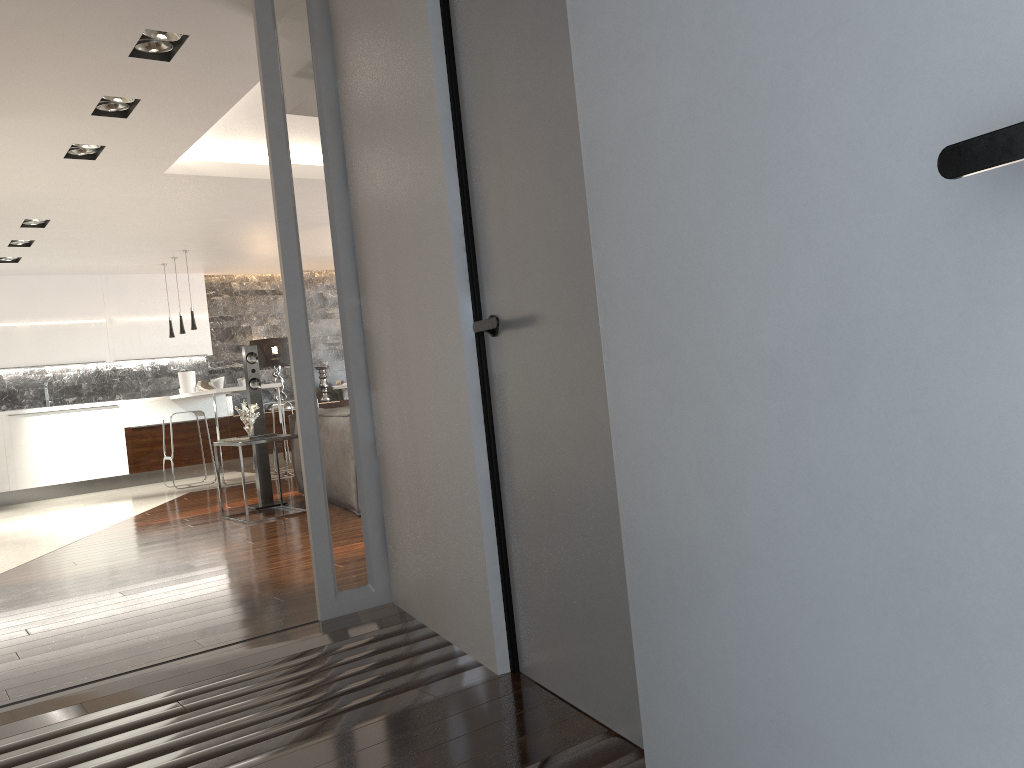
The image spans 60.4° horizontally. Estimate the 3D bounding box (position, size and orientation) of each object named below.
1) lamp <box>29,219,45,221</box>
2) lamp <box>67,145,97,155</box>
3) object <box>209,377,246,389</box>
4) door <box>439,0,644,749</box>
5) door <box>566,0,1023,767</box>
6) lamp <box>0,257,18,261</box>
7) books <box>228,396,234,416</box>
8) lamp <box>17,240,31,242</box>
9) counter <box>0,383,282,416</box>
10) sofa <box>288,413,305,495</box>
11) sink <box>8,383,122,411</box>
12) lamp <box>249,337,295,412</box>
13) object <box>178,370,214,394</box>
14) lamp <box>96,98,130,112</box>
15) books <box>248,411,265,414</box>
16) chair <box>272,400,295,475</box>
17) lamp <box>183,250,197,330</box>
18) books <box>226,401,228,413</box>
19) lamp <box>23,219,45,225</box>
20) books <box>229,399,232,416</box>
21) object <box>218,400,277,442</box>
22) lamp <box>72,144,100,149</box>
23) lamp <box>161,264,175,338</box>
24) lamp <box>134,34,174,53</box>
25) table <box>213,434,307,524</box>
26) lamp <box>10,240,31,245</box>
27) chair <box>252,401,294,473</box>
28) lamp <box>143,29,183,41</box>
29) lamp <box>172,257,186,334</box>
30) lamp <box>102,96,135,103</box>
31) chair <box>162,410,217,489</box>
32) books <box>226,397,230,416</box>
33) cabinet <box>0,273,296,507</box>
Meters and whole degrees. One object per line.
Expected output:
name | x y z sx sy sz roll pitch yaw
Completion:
lamp | -3.949 -1.392 7.295 0.186 0.077 0.167 -6 1 -37
lamp | -2.748 -1.499 5.608 0.171 0.077 0.182 -6 1 19
object | -3.064 -0.017 9.497 0.461 0.133 0.178 -6 1 -36
door | 0.116 -0.254 2.039 0.161 2.093 0.956 -6 1 -24
door | 0.012 -0.231 0.762 1.055 2.093 0.926 -6 1 -37
lamp | -5.114 -1.287 8.924 0.170 0.077 0.184 -6 1 25
books | -3.547 0.279 11.049 0.025 0.243 0.166 -6 1 -36
lamp | -4.483 -1.344 8.041 0.186 0.077 0.167 -6 1 -37
counter | -4.846 0.259 9.004 4.247 0.041 2.550 -6 1 -37
sofa | -0.280 0.436 6.998 2.600 0.704 2.610 -6 1 -26
sink | -5.077 0.229 10.008 1.215 0.520 0.482 -6 1 -37
lamp | -3.087 -0.122 11.573 0.560 0.933 0.625 -5 1 44
object | -3.909 -0.027 10.915 0.433 0.298 0.550 -6 1 -24
lamp | -2.213 -1.547 4.860 0.187 0.077 0.167 -6 1 -41
books | -3.275 0.356 11.071 0.171 0.034 0.255 -6 1 32
chair | -2.393 0.582 9.750 0.454 0.800 0.398 -6 1 -37
lamp | -3.418 -0.995 9.332 0.061 0.845 0.055 -6 1 -36
books | -3.603 0.285 11.007 0.025 0.243 0.166 -6 1 -36
lamp | -4.049 -1.383 7.434 0.168 0.077 0.186 -5 1 37
books | -3.553 0.298 11.019 0.022 0.205 0.147 -6 1 -36
object | -1.954 0.260 6.463 0.274 0.287 0.295 -6 1 24
lamp | -2.648 -1.508 5.470 0.186 0.077 0.168 -6 1 -31
lamp | -3.927 -0.949 10.043 0.061 0.845 0.055 -6 1 -36
lamp | -1.683 -1.595 4.119 0.187 0.077 0.167 -6 1 -41
table | -1.814 0.673 6.386 0.475 0.563 0.569 -6 1 -36
lamp | -4.583 -1.335 8.180 0.168 0.077 0.186 -5 1 37
chair | -2.781 0.617 10.293 0.454 0.800 0.398 -6 1 -37
lamp | -1.584 -1.604 3.981 0.186 0.077 0.168 -6 1 -31
lamp | -3.672 -0.972 9.688 0.061 0.845 0.055 -6 1 -36
lamp | -2.113 -1.556 4.721 0.186 0.077 0.168 -6 1 -31
chair | -3.489 0.698 9.443 0.454 0.800 0.398 -6 1 -37
books | -3.573 0.282 11.003 0.020 0.244 0.165 -6 1 -36
cabinet | -3.186 -0.187 9.246 7.293 2.501 4.213 -6 1 -37
